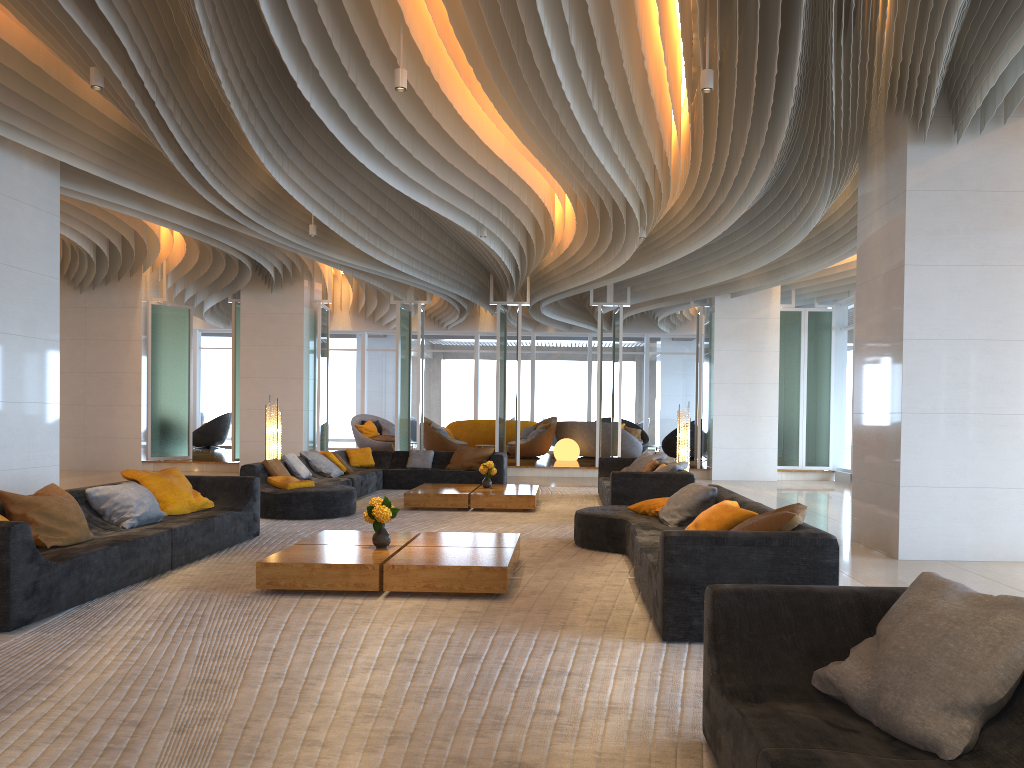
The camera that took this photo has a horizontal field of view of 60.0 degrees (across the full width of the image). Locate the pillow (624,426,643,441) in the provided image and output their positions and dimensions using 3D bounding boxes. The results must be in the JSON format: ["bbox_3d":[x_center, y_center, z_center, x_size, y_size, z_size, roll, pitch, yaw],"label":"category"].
[{"bbox_3d":[3.085,1.265,22.696,0.504,0.409,0.463,1,-1,0],"label":"pillow"}]

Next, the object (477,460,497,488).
[{"bbox_3d":[-0.319,1.186,11.709,0.232,0.377,0.270,1,0,35],"label":"object"}]

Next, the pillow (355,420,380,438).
[{"bbox_3d":[-3.610,1.133,22.243,0.467,0.454,0.627,1,-1,19],"label":"pillow"}]

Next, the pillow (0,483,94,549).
[{"bbox_3d":[-3.030,0.875,5.807,0.443,0.410,0.603,1,-1,5],"label":"pillow"}]

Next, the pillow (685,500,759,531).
[{"bbox_3d":[1.374,0.996,5.976,0.449,0.394,0.638,1,-1,2],"label":"pillow"}]

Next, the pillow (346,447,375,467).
[{"bbox_3d":[-2.459,1.185,14.369,0.414,0.316,0.336,1,-1,-26],"label":"pillow"}]

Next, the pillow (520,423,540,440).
[{"bbox_3d":[0.415,1.144,21.136,0.480,0.455,0.610,1,-1,-36],"label":"pillow"}]

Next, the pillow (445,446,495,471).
[{"bbox_3d":[-0.678,1.202,14.347,0.630,0.378,0.554,0,-1,24],"label":"pillow"}]

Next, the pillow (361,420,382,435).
[{"bbox_3d":[-3.564,1.131,22.647,0.365,0.422,0.616,1,-1,36],"label":"pillow"}]

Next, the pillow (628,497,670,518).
[{"bbox_3d":[1.382,1.105,7.920,0.596,0.193,0.441,2,-2,-33],"label":"pillow"}]

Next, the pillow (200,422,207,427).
[{"bbox_3d":[-8.250,1.163,23.902,0.458,0.409,0.509,0,-1,20],"label":"pillow"}]

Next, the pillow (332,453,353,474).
[{"bbox_3d":[-2.525,1.158,12.970,0.335,0.319,0.405,1,-1,-29],"label":"pillow"}]

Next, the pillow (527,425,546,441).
[{"bbox_3d":[0.577,1.150,20.477,0.462,0.409,0.505,1,-1,5],"label":"pillow"}]

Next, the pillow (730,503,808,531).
[{"bbox_3d":[1.406,0.887,5.121,0.540,0.378,0.647,0,-1,25],"label":"pillow"}]

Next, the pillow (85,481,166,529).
[{"bbox_3d":[-2.968,0.953,6.847,0.419,0.377,0.588,1,-1,5],"label":"pillow"}]

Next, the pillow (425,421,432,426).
[{"bbox_3d":[-1.827,1.067,20.308,0.372,0.422,0.606,1,-1,1],"label":"pillow"}]

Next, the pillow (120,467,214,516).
[{"bbox_3d":[-2.986,0.927,7.747,0.540,0.378,0.647,0,-1,25],"label":"pillow"}]

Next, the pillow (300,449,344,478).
[{"bbox_3d":[-2.669,1.117,12.478,0.547,0.377,0.651,1,-1,-2],"label":"pillow"}]

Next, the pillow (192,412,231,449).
[{"bbox_3d":[-8.261,1.269,24.260,1.132,1.006,1.523,1,-1,6],"label":"pillow"}]

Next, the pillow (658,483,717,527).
[{"bbox_3d":[1.458,1.032,7.395,0.461,0.417,0.666,1,-1,3],"label":"pillow"}]

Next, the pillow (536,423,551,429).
[{"bbox_3d":[0.720,1.121,20.878,0.376,0.422,0.599,1,-1,-19],"label":"pillow"}]

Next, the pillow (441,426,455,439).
[{"bbox_3d":[-1.558,1.129,20.642,0.457,0.409,0.510,0,-1,25],"label":"pillow"}]

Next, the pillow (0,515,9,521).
[{"bbox_3d":[-3.141,0.829,5.165,0.553,0.378,0.631,1,-1,-19],"label":"pillow"}]

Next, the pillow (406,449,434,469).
[{"bbox_3d":[-1.484,1.220,14.352,0.406,0.312,0.323,1,-1,4],"label":"pillow"}]

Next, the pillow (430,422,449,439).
[{"bbox_3d":[-1.633,1.074,19.959,0.476,0.454,0.615,1,-1,-16],"label":"pillow"}]

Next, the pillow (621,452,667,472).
[{"bbox_3d":[1.867,1.177,12.796,0.553,0.378,0.631,1,-1,-19],"label":"pillow"}]

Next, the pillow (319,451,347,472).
[{"bbox_3d":[-2.605,1.124,12.814,0.330,0.335,0.416,1,-1,-32],"label":"pillow"}]

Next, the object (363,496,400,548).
[{"bbox_3d":[-0.938,0.978,6.313,0.233,0.377,0.269,1,0,25],"label":"object"}]

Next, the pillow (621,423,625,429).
[{"bbox_3d":[2.677,1.217,22.788,0.614,0.422,0.367,1,0,-25],"label":"pillow"}]

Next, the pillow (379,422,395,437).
[{"bbox_3d":[-3.158,1.187,22.773,0.511,0.409,0.456,1,-1,-30],"label":"pillow"}]

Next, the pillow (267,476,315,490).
[{"bbox_3d":[-2.579,1.149,10.357,0.403,0.136,0.423,-1,-2,36],"label":"pillow"}]

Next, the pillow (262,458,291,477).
[{"bbox_3d":[-2.795,1.055,10.673,0.328,0.311,0.425,1,-1,4],"label":"pillow"}]
